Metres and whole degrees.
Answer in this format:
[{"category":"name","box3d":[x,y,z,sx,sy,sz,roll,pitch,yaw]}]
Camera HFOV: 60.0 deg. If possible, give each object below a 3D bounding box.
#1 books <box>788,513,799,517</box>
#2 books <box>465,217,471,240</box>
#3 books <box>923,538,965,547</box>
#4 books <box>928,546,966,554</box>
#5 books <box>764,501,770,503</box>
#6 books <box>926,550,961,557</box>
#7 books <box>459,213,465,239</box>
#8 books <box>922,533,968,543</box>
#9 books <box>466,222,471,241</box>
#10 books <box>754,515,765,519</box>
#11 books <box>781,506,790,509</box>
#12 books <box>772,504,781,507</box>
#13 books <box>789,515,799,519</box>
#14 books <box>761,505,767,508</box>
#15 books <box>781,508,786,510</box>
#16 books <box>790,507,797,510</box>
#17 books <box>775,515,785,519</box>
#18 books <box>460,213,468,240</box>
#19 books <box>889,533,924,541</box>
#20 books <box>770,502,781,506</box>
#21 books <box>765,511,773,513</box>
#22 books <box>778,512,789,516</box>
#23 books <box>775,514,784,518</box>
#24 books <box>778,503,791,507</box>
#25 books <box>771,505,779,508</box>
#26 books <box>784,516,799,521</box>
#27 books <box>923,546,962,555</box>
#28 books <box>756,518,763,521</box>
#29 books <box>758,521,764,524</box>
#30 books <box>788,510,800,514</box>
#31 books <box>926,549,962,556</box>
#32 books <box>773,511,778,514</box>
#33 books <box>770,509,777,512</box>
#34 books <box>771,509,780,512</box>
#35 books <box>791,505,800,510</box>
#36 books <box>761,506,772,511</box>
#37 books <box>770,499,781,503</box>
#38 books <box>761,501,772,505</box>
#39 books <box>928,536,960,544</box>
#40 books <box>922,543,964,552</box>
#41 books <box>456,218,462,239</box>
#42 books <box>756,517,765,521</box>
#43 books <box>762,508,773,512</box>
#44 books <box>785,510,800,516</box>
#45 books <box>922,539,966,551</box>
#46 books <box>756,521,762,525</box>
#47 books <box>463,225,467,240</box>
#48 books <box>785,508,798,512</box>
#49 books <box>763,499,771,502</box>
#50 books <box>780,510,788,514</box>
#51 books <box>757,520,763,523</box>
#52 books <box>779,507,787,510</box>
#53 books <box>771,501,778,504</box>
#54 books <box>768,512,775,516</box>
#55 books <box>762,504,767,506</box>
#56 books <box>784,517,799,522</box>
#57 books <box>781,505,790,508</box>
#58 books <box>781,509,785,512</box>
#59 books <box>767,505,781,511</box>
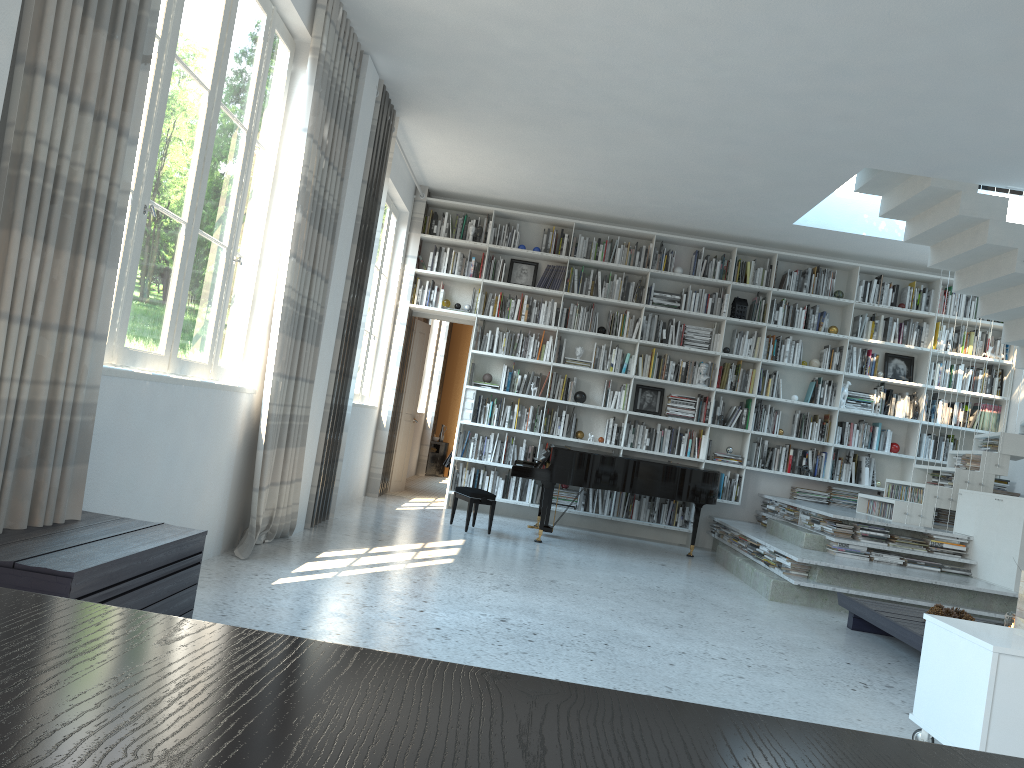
[{"category":"books","box3d":[2.667,1.223,8.220,0.159,0.018,0.203,9,-3,0]},{"category":"books","box3d":[-0.467,-1.604,9.334,0.013,0.275,0.158,9,-2,2]},{"category":"books","box3d":[3.442,1.261,7.068,0.261,0.012,0.179,9,-3,6]},{"category":"books","box3d":[3.433,1.314,7.063,0.281,0.008,0.181,9,-3,7]},{"category":"books","box3d":[2.690,1.221,9.103,0.167,0.008,0.234,9,-3,1]},{"category":"books","box3d":[3.428,1.348,7.072,0.220,0.011,0.177,9,-3,0]},{"category":"books","box3d":[-0.530,-1.629,9.330,0.014,0.304,0.145,9,-2,2]},{"category":"books","box3d":[3.447,1.225,7.066,0.285,0.013,0.181,9,-3,-3]},{"category":"books","box3d":[-0.454,-1.577,9.332,0.021,0.226,0.156,9,-2,2]},{"category":"books","box3d":[2.618,1.384,9.133,0.184,0.006,0.262,9,-3,3]},{"category":"books","box3d":[2.683,1.195,8.508,0.160,0.010,0.179,9,-3,2]},{"category":"books","box3d":[2.685,1.216,8.812,0.143,0.012,0.264,9,-3,7]},{"category":"books","box3d":[2.676,1.242,8.219,0.138,0.017,0.237,9,-3,1]},{"category":"books","box3d":[2.677,1.272,9.102,0.179,0.012,0.261,9,-3,2]},{"category":"books","box3d":[2.682,1.215,8.507,0.144,0.013,0.220,9,-3,5]},{"category":"books","box3d":[2.689,1.173,8.221,0.128,0.013,0.296,9,-3,0]},{"category":"books","box3d":[2.653,1.290,8.505,0.183,0.012,0.296,9,-3,1]},{"category":"books","box3d":[-0.508,-1.630,9.340,0.029,0.314,0.129,9,-2,2]},{"category":"books","box3d":[3.145,1.224,7.079,0.203,0.011,0.173,9,-3,-3]},{"category":"books","box3d":[2.686,1.201,8.813,0.163,0.018,0.290,9,-3,1]},{"category":"books","box3d":[2.688,1.322,9.099,0.134,0.014,0.181,9,-3,-1]},{"category":"books","box3d":[2.662,1.261,8.506,0.164,0.023,0.242,9,-3,6]},{"category":"books","box3d":[2.650,1.277,8.506,0.190,0.012,0.235,9,-3,0]},{"category":"books","box3d":[2.674,1.168,8.509,0.165,0.015,0.243,9,-3,-3]},{"category":"books","box3d":[2.677,1.225,8.812,0.171,0.007,0.206,9,-3,4]},{"category":"books","box3d":[2.652,1.254,8.219,0.178,0.014,0.247,9,-3,0]},{"category":"books","box3d":[3.432,1.327,7.088,0.262,0.016,0.132,9,-3,-3]},{"category":"books","box3d":[2.624,1.411,9.132,0.170,0.012,0.215,9,-3,2]},{"category":"books","box3d":[2.622,1.434,9.131,0.144,0.005,0.257,9,-3,7]},{"category":"books","box3d":[2.666,1.191,8.221,0.161,0.012,0.254,9,-3,6]},{"category":"books","box3d":[3.429,1.339,7.082,0.259,0.009,0.152,9,-3,-1]},{"category":"books","box3d":[2.687,1.288,8.809,0.131,0.021,0.240,9,-3,4]},{"category":"books","box3d":[2.676,1.271,8.810,0.152,0.009,0.259,9,-3,-1]},{"category":"books","box3d":[2.674,1.262,8.811,0.163,0.008,0.295,9,-3,0]},{"category":"books","box3d":[2.681,1.151,8.222,0.139,0.028,0.262,9,-3,7]},{"category":"books","box3d":[2.671,1.286,9.101,0.175,0.017,0.265,9,-3,5]},{"category":"books","box3d":[2.681,1.174,8.814,0.171,0.020,0.193,9,-3,-3]},{"category":"books","box3d":[2.677,1.231,9.103,0.171,0.015,0.253,9,-3,-3]},{"category":"books","box3d":[3.445,1.244,7.076,0.192,0.024,0.167,9,-3,7]},{"category":"books","box3d":[3.435,1.304,7.083,0.268,0.014,0.160,9,-3,1]},{"category":"books","box3d":[-0.556,-1.609,9.344,0.030,0.257,0.130,9,-2,2]},{"category":"books","box3d":[2.629,1.400,9.132,0.159,0.012,0.279,9,-3,1]},{"category":"books","box3d":[2.677,1.304,9.100,0.163,0.017,0.233,9,-3,4]},{"category":"books","box3d":[2.661,1.205,8.220,0.179,0.017,0.293,9,-3,3]},{"category":"books","box3d":[3.438,1.282,7.076,0.284,0.030,0.177,9,-3,3]},{"category":"books","box3d":[2.620,1.445,9.131,0.163,0.019,0.187,9,-3,1]},{"category":"books","box3d":[-0.492,-1.564,9.326,0.024,0.187,0.159,9,-2,2]},{"category":"books","box3d":[2.661,1.179,8.221,0.187,0.009,0.261,9,-3,1]},{"category":"books","box3d":[2.691,1.212,9.104,0.159,0.011,0.246,9,-3,-1]},{"category":"books","box3d":[2.676,1.243,8.507,0.154,0.018,0.221,9,-3,1]},{"category":"books","box3d":[2.633,1.426,9.131,0.147,0.014,0.292,9,-3,2]},{"category":"books","box3d":[2.676,1.203,8.508,0.167,0.008,0.234,9,-3,1]},{"category":"books","box3d":[2.690,1.190,8.813,0.159,0.007,0.285,9,-3,1]},{"category":"books","box3d":[2.665,1.304,8.809,0.173,0.017,0.233,9,-3,1]},{"category":"books","box3d":[2.686,1.263,9.102,0.156,0.009,0.287,9,-3,0]},{"category":"books","box3d":[2.643,1.265,8.218,0.182,0.011,0.253,9,-3,6]},{"category":"books","box3d":[2.685,1.184,8.509,0.149,0.013,0.220,9,-3,5]},{"category":"books","box3d":[2.683,1.228,8.507,0.150,0.013,0.215,9,-3,2]},{"category":"books","box3d":[2.663,1.241,8.812,0.189,0.030,0.237,9,-3,-1]}]
